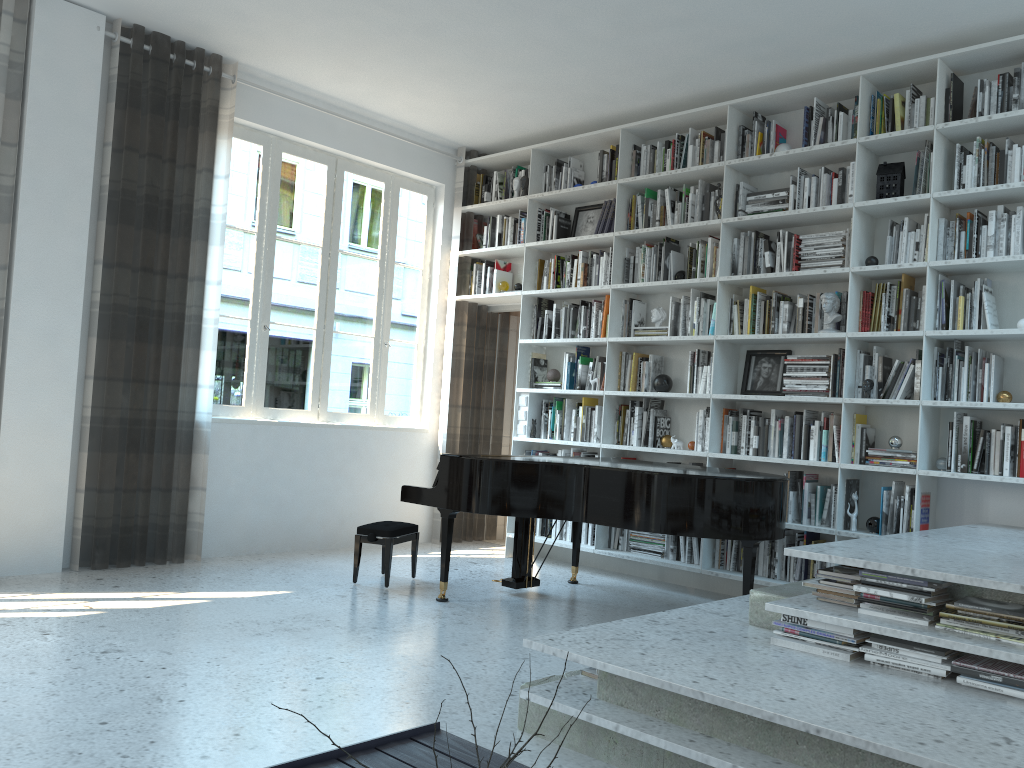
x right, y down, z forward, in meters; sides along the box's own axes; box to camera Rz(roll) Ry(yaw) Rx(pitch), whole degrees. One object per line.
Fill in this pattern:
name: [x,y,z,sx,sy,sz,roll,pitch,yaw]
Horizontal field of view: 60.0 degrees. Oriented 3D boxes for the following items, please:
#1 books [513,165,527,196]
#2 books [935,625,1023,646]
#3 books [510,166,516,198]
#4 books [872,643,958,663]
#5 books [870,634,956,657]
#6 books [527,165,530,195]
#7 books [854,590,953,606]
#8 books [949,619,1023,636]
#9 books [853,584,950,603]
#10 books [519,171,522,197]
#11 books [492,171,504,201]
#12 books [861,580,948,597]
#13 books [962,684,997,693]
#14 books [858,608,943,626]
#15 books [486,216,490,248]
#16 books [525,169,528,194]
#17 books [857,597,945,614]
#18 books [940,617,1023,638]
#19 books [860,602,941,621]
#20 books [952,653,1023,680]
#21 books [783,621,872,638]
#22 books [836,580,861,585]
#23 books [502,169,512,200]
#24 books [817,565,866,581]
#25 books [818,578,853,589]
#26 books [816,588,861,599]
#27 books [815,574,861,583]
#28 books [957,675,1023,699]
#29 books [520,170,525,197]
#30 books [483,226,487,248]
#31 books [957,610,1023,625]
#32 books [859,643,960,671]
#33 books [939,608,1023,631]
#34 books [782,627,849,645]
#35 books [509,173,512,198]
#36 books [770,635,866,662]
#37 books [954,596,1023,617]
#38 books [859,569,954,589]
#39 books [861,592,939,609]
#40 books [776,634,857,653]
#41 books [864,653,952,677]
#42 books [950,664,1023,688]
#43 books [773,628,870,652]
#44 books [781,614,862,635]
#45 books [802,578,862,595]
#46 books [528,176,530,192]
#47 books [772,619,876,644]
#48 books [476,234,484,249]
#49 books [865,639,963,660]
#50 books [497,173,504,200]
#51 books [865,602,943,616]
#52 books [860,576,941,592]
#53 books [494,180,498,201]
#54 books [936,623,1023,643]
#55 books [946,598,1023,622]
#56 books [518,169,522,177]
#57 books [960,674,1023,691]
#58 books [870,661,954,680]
books: [0.068,-1.580,7.103,0.029,0.314,0.129,2,-2,44]
books: [1.469,0.757,2.692,0.174,0.007,0.291,6,-3,-43]
books: [0.045,-1.576,7.110,0.014,0.304,0.145,2,-2,44]
books: [1.252,0.826,2.757,0.134,0.018,0.211,6,-3,-43]
books: [1.251,0.805,2.755,0.220,0.013,0.149,2,-3,43]
books: [0.178,-1.566,6.999,0.013,0.292,0.154,2,-2,44]
books: [1.278,0.688,2.895,0.153,0.009,0.260,6,-3,-43]
books: [1.474,0.727,2.696,0.214,0.015,0.177,1,-3,45]
books: [1.264,0.674,2.880,0.190,0.015,0.230,6,-3,-41]
books: [0.115,-1.544,7.031,0.025,0.243,0.167,2,-3,44]
books: [-0.080,-1.569,7.222,0.028,0.283,0.189,2,-2,44]
books: [1.283,0.660,2.899,0.221,0.018,0.154,1,-3,45]
books: [1.453,0.881,2.558,0.249,0.009,0.144,2,-3,43]
books: [1.268,0.748,2.886,0.216,0.015,0.177,2,-3,42]
books: [-0.147,-1.210,7.267,0.011,0.296,0.162,2,-2,44]
books: [0.154,-1.551,7.003,0.027,0.259,0.147,2,-2,44]
books: [1.267,0.710,2.884,0.215,0.013,0.189,2,-3,43]
books: [1.484,0.743,2.707,0.293,0.014,0.134,2,-3,41]
books: [1.278,0.736,2.897,0.227,0.013,0.148,2,-3,42]
books: [1.442,0.822,2.555,0.274,0.009,0.176,1,-3,44]
books: [1.046,0.804,2.951,0.132,0.010,0.257,6,-3,-42]
books: [1.211,0.683,3.094,0.091,0.011,0.190,2,-3,42]
books: [0.000,-1.566,7.146,0.039,0.282,0.182,2,-2,44]
books: [1.190,0.661,3.115,0.149,0.014,0.228,2,-3,42]
books: [1.194,0.694,3.109,0.137,0.012,0.242,1,-3,45]
books: [1.184,0.726,3.116,0.152,0.015,0.208,2,-3,41]
books: [1.192,0.673,3.113,0.269,0.009,0.132,6,-3,-42]
books: [1.440,0.866,2.544,0.177,0.018,0.250,6,-3,-43]
books: [0.138,-1.548,7.022,0.021,0.253,0.179,2,-3,44]
books: [-0.168,-1.171,7.280,0.034,0.217,0.166,2,-3,44]
books: [1.480,0.701,2.702,0.160,0.010,0.179,6,-3,-44]
books: [1.243,0.840,2.748,0.272,0.012,0.158,2,-3,42]
books: [1.464,0.711,2.685,0.273,0.014,0.188,2,-3,39]
books: [1.033,0.826,2.939,0.168,0.012,0.210,6,-3,-42]
books: [0.037,-1.552,7.135,0.030,0.257,0.130,2,-2,44]
books: [1.021,0.861,2.928,0.262,0.023,0.200,2,-3,42]
books: [1.474,0.677,2.694,0.203,0.011,0.173,2,-3,39]
books: [1.293,0.635,2.908,0.261,0.016,0.129,2,-3,43]
books: [1.276,0.698,2.892,0.210,0.012,0.168,1,-3,45]
books: [1.036,0.848,2.943,0.264,0.006,0.164,1,-3,45]
books: [1.235,0.855,2.740,0.232,0.019,0.169,2,-3,39]
books: [1.440,0.834,2.543,0.287,0.018,0.190,2,-3,43]
books: [1.036,0.841,2.943,0.285,0.008,0.159,2,-3,42]
books: [1.037,0.785,2.942,0.233,0.025,0.157,2,-3,39]
books: [1.176,0.706,3.125,0.184,0.014,0.297,2,-3,43]
books: [0.185,-1.522,6.982,0.023,0.205,0.146,2,-3,44]
books: [1.036,0.814,2.942,0.159,0.012,0.292,6,-3,-43]
books: [-0.218,-1.151,7.341,0.121,0.175,0.129,2,-3,44]
books: [1.249,0.814,2.753,0.242,0.005,0.152,1,-3,45]
books: [-0.046,-1.558,7.168,0.057,0.262,0.191,2,-3,44]
books: [1.283,0.724,2.901,0.207,0.012,0.131,2,-3,40]
books: [1.278,0.646,2.893,0.228,0.009,0.159,2,-3,40]
books: [-0.069,-1.531,7.194,0.030,0.206,0.175,2,-3,44]
books: [1.469,0.751,2.692,0.165,0.005,0.287,6,-3,-41]
books: [1.478,0.689,2.698,0.245,0.013,0.172,2,-3,43]
books: [0.096,-1.560,7.069,0.013,0.275,0.158,2,-2,44]
books: [1.445,0.855,2.548,0.254,0.005,0.161,2,-3,40]
books: [1.244,0.873,2.750,0.208,0.015,0.152,2,-3,42]
